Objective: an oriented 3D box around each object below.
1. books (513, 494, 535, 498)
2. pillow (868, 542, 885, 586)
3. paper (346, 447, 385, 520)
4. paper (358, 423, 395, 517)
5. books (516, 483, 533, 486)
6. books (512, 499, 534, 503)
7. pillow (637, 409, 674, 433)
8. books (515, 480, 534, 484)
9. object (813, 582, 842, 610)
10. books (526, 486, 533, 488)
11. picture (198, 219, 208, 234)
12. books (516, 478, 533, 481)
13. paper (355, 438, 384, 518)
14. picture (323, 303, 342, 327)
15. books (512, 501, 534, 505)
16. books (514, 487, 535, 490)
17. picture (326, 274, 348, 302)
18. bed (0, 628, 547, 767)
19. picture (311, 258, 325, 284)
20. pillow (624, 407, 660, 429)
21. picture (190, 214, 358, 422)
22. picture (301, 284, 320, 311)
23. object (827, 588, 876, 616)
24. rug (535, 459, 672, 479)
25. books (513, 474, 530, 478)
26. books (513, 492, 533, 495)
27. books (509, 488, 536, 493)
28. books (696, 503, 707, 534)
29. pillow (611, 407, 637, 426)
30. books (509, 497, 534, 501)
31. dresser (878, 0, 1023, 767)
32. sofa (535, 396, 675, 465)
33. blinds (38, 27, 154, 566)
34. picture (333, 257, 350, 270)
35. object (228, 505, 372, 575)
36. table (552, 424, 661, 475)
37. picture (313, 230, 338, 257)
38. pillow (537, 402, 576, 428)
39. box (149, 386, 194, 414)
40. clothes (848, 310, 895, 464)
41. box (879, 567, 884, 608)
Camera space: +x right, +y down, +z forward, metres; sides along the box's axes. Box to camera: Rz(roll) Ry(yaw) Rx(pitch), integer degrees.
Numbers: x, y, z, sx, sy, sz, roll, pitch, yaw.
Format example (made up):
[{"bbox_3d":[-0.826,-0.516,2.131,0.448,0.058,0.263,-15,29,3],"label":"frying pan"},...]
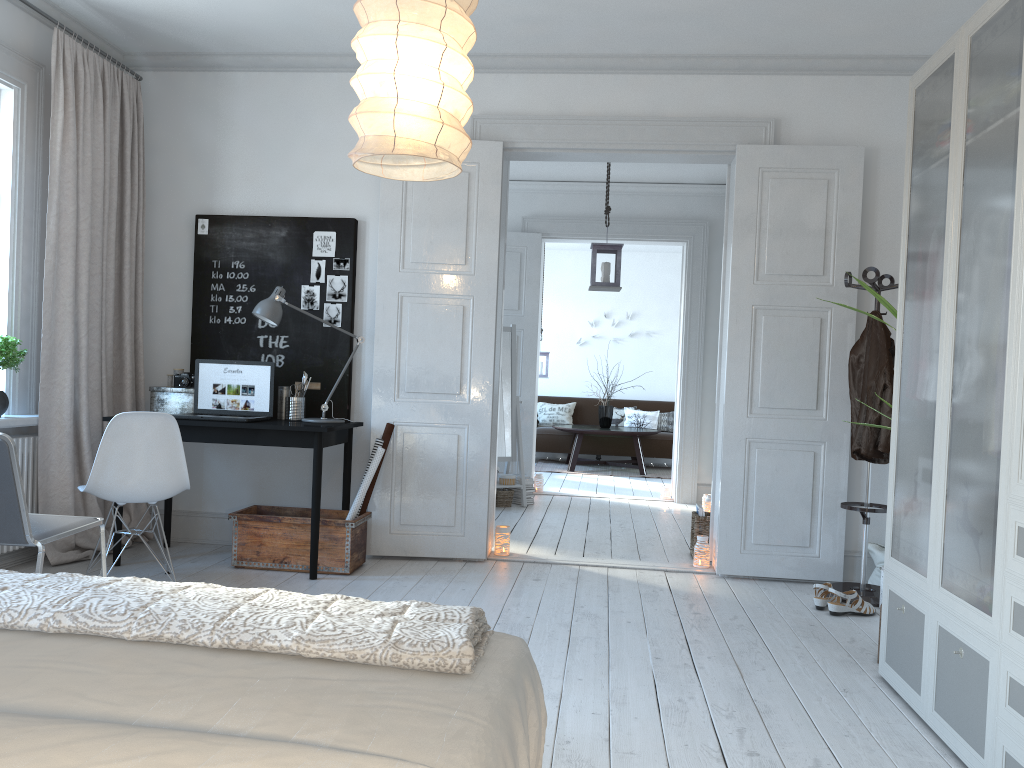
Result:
[{"bbox_3d":[0.076,0.928,7.412,0.186,0.017,0.132,3,0,43],"label":"books"},{"bbox_3d":[2.041,0.938,4.654,0.317,0.314,0.273,3,1,7],"label":"pillow"},{"bbox_3d":[-0.822,0.642,4.681,0.283,0.627,0.041,2,1,-16],"label":"paper"},{"bbox_3d":[-0.780,0.583,4.805,0.297,0.747,0.048,1,2,-39],"label":"paper"},{"bbox_3d":[0.079,0.830,7.411,0.128,0.016,0.180,2,0,-23],"label":"books"},{"bbox_3d":[0.074,0.972,7.417,0.128,0.016,0.176,2,0,-43],"label":"books"},{"bbox_3d":[1.865,0.481,11.466,0.542,0.288,0.183,2,1,7],"label":"pillow"},{"bbox_3d":[0.088,0.809,7.404,0.128,0.026,0.200,2,0,-23],"label":"books"},{"bbox_3d":[1.527,1.013,4.307,0.099,0.126,0.272,3,1,38],"label":"object"},{"bbox_3d":[0.079,0.847,7.414,0.128,0.016,0.176,2,0,-28],"label":"books"},{"bbox_3d":[-1.784,-0.909,5.121,0.061,0.088,0.004,2,1,3],"label":"picture"},{"bbox_3d":[0.083,0.787,7.408,0.132,0.017,0.186,2,0,-21],"label":"books"},{"bbox_3d":[-0.816,0.624,4.739,0.266,0.669,0.043,1,2,-39],"label":"paper"},{"bbox_3d":[-1.022,-0.394,5.049,0.103,0.136,0.001,3,1,6],"label":"picture"},{"bbox_3d":[0.077,0.990,7.419,0.178,0.016,0.128,3,0,44],"label":"books"},{"bbox_3d":[0.083,0.864,7.416,0.128,0.016,0.178,2,0,-41],"label":"books"},{"bbox_3d":[-0.995,-0.546,5.043,0.121,0.153,0.002,3,1,6],"label":"picture"},{"bbox_3d":[-0.865,0.465,0.861,1.888,1.047,2.176,2,0,6],"label":"bed"},{"bbox_3d":[-1.106,-0.643,5.054,0.083,0.146,0.002,3,1,6],"label":"picture"},{"bbox_3d":[1.654,0.460,11.375,0.471,0.309,0.188,2,1,7],"label":"pillow"},{"bbox_3d":[-1.383,-0.377,5.118,0.953,1.172,0.064,3,1,6],"label":"picture"},{"bbox_3d":[-1.150,-0.493,5.060,0.107,0.150,0.001,3,1,6],"label":"picture"},{"bbox_3d":[1.602,1.017,4.157,0.272,0.126,0.099,2,1,-21],"label":"object"},{"bbox_3d":[1.116,1.003,10.681,1.710,0.055,1.456,2,0,6],"label":"rug"},{"bbox_3d":[0.076,0.771,7.420,0.111,0.014,0.156,2,0,-15],"label":"books"},{"bbox_3d":[0.068,0.907,7.417,0.167,0.022,0.128,3,0,40],"label":"books"},{"bbox_3d":[0.082,0.884,7.408,0.193,0.022,0.128,3,0,38],"label":"books"},{"bbox_3d":[1.223,0.893,5.398,0.201,0.300,0.179,3,1,6],"label":"books"},{"bbox_3d":[1.371,0.457,11.481,0.473,0.347,0.158,2,1,4],"label":"pillow"},{"bbox_3d":[0.074,0.956,7.414,0.128,0.016,0.180,2,0,-39],"label":"books"},{"bbox_3d":[1.612,-0.009,2.484,0.630,2.164,1.432,3,1,6],"label":"dresser"},{"bbox_3d":[1.218,0.606,11.430,2.165,0.825,0.968,2,1,6],"label":"sofa"},{"bbox_3d":[-2.155,-0.409,4.708,0.225,2.648,0.831,3,1,6],"label":"blinds"},{"bbox_3d":[-0.970,-0.684,5.039,0.095,0.071,0.001,2,1,6],"label":"picture"},{"bbox_3d":[-1.114,0.821,4.684,0.664,0.282,0.339,2,1,6],"label":"object"},{"bbox_3d":[1.122,0.778,10.650,1.300,0.503,1.299,2,0,-4],"label":"table"},{"bbox_3d":[-1.066,-0.802,5.046,0.147,0.154,0.004,3,1,6],"label":"picture"},{"bbox_3d":[0.574,0.411,11.603,0.519,0.367,0.239,2,1,6],"label":"pillow"},{"bbox_3d":[-1.836,0.096,4.921,0.317,0.152,0.193,2,1,6],"label":"box"},{"bbox_3d":[1.802,0.016,4.416,0.237,0.770,0.211,3,2,39],"label":"clothes"},{"bbox_3d":[1.922,0.984,3.966,0.376,0.218,0.641,2,0,6],"label":"box"}]
